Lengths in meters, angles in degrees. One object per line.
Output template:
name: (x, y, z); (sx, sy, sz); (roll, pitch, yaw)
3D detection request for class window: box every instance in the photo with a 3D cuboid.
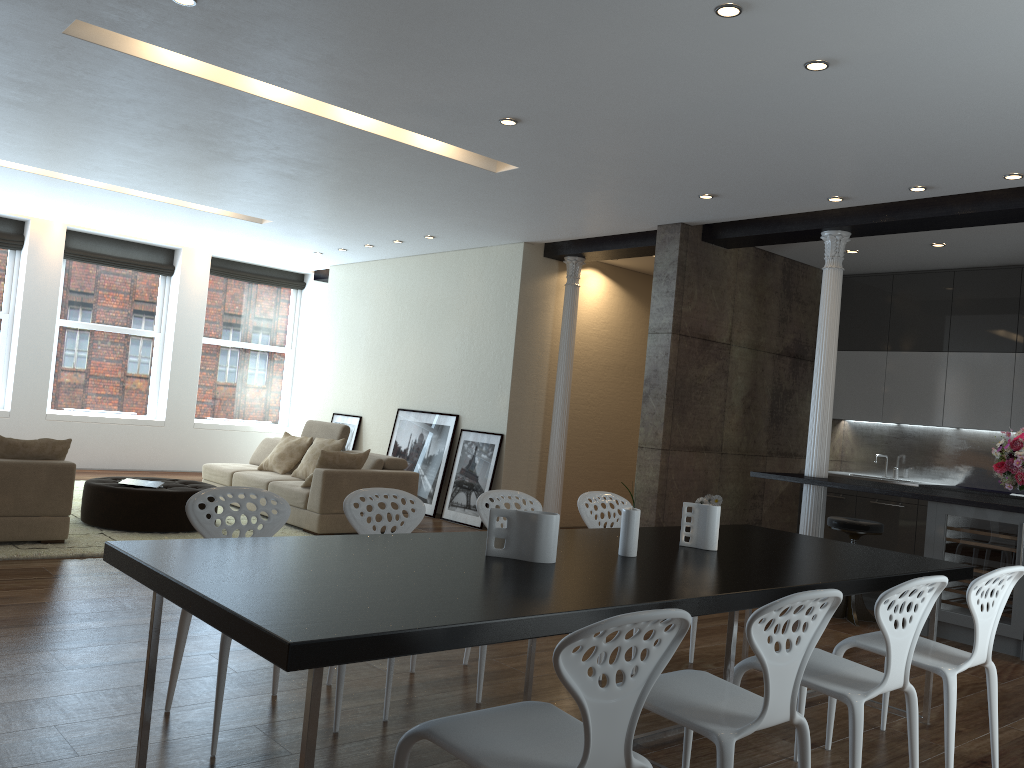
window: (-3.865, -0.534, 12.887); (1.563, 2.400, 0.123); (7, -2, -41)
window: (-5.289, -0.703, 11.637); (1.443, 2.400, 0.123); (7, -2, -41)
window: (-6.667, -0.867, 10.426); (1.442, 2.400, 0.123); (7, -2, -41)

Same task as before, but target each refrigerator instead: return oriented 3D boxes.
refrigerator: (3.003, 1.183, 5.695); (0.075, 0.774, 0.578); (7, -2, -37)

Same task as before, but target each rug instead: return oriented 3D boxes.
rug: (-3.627, 1.143, 8.059); (2.972, 0.020, 4.231); (7, -2, -41)

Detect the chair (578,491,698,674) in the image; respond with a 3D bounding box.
chair: (0.627, 1.026, 4.742); (0.495, 0.835, 0.581); (7, -2, -41)

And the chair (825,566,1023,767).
chair: (1.661, 1.085, 3.516); (0.495, 0.835, 0.581); (7, -2, -41)

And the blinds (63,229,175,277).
blinds: (-5.154, -1.711, 11.620); (1.442, 0.393, 0.156); (7, -2, -41)

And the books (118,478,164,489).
books: (-2.986, 0.801, 7.147); (0.301, 0.040, 0.220); (5, -2, -6)

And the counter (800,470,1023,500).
counter: (4.431, 1.096, 8.007); (0.807, 0.223, 3.597); (7, -2, -41)

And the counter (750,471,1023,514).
counter: (3.457, 0.820, 5.884); (1.000, 0.040, 3.700); (7, -2, -41)

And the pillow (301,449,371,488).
pillow: (-1.571, 0.754, 7.914); (0.518, 0.393, 0.395); (7, -2, -45)

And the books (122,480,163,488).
books: (-2.989, 0.809, 7.172); (0.300, 0.031, 0.219); (6, -2, -26)

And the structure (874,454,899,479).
structure: (3.831, 0.851, 9.050); (0.224, 0.249, 0.183); (7, -2, -41)

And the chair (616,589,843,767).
chair: (0.610, 0.960, 2.593); (0.495, 0.835, 0.581); (7, -2, -41)

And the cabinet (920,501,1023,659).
cabinet: (3.302, 1.280, 5.999); (0.900, 0.897, 0.642); (7, -2, -41)

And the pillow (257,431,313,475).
pillow: (-2.311, 0.709, 9.105); (0.519, 0.416, 0.368); (4, -2, 44)

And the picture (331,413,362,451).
picture: (-2.254, 0.883, 11.473); (0.195, 0.988, 0.700); (7, -2, -41)

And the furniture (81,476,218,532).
furniture: (-3.013, 0.993, 7.416); (1.057, 0.355, 1.057); (7, -2, -39)

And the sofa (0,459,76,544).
sofa: (-4.285, 0.580, 6.885); (1.021, 0.950, 2.581); (7, -2, -41)

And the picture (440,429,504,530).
picture: (-0.432, 0.990, 9.382); (0.195, 0.988, 0.700); (7, -2, -41)

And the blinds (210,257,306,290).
blinds: (-3.724, -1.595, 12.873); (1.563, 0.275, 0.156); (7, -2, -41)

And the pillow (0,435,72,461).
pillow: (-3.440, 0.532, 6.272); (0.518, 0.393, 0.395); (7, -2, -38)

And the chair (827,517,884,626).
chair: (-0.588, 1.108, 4.659); (21.556, 0.952, 16.134); (7, -2, -41)

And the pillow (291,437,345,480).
pillow: (-1.890, 0.724, 8.644); (0.301, 0.439, 0.534); (7, -2, -45)

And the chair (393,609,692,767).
chair: (0.084, 0.898, 2.131); (0.495, 0.835, 0.581); (7, -2, -41)

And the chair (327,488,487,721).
chair: (-0.458, 0.897, 3.807); (0.495, 0.835, 0.581); (7, -2, -41)

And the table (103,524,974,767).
table: (0.396, 1.015, 3.344); (3.400, 0.733, 1.200); (7, -2, -41)

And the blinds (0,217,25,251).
blinds: (-6.532, -1.868, 10.410); (1.439, 0.424, 0.156); (7, -2, -41)

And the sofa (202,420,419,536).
sofa: (-2.079, 0.842, 8.822); (1.021, 0.950, 2.581); (7, -2, -41)

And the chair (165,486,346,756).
chair: (-0.966, 0.836, 3.335); (0.495, 0.835, 0.581); (7, -2, -41)

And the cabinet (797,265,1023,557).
cabinet: (5.740, 0.470, 6.587); (0.827, 2.980, 7.409); (7, -2, -41)

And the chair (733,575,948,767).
chair: (1.135, 1.023, 3.054); (0.495, 0.835, 0.581); (7, -2, -41)

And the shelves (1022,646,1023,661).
shelves: (4.071, 1.325, 5.117); (0.900, 0.897, 1.700); (7, -2, -41)

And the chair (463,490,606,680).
chair: (0.099, 0.963, 4.285); (0.495, 0.835, 0.581); (7, -2, -41)

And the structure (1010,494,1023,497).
structure: (4.806, 1.006, 7.528); (0.520, 0.066, 0.900); (7, -2, -41)

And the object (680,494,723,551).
object: (0.812, 0.581, 3.771); (0.161, 0.233, 0.076); (4, -2, 30)

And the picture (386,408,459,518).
picture: (-1.105, 0.876, 10.144); (0.225, 1.140, 1.183); (7, -2, -41)

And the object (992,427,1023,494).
object: (3.450, 0.521, 5.782); (0.570, 0.552, 0.544); (6, -2, -35)
